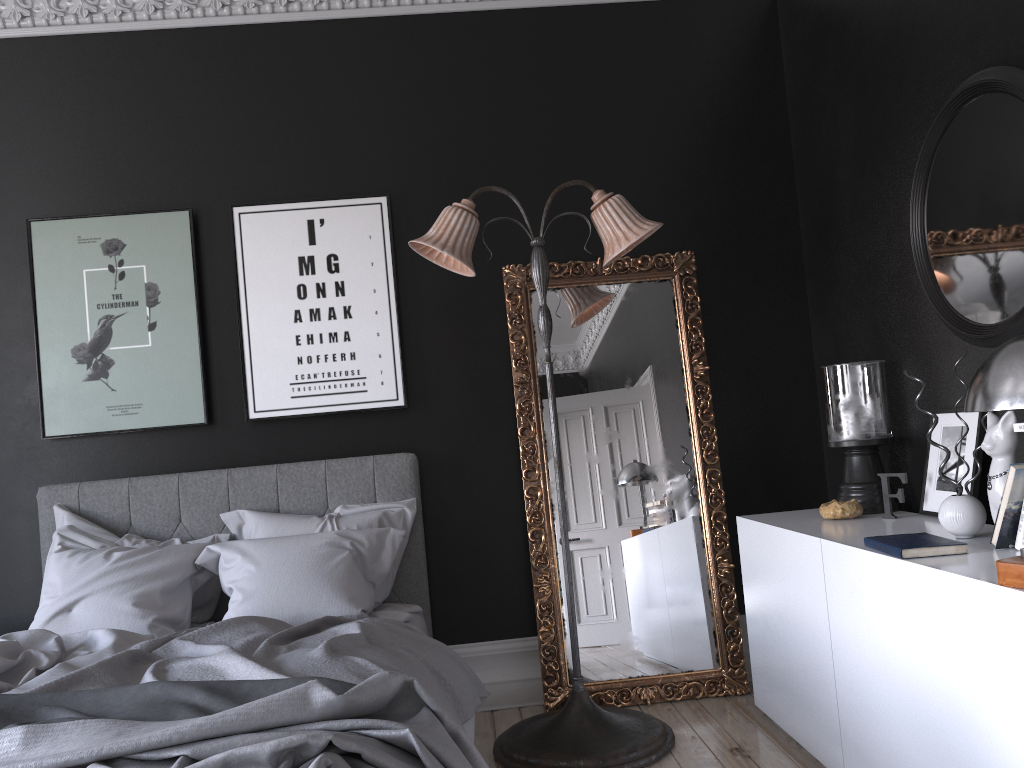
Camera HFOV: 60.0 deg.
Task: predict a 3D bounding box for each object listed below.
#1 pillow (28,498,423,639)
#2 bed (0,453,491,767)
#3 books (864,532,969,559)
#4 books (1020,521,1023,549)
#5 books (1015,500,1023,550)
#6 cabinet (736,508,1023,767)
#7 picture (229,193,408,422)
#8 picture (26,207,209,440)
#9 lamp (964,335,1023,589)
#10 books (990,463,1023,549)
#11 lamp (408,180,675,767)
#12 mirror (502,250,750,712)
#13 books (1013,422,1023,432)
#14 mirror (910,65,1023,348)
[{"bbox_3d":[-1.327,0.844,3.860,1.830,0.759,0.681,-5,-3,-4],"label":"pillow"},{"bbox_3d":[-1.299,0.960,2.741,2.764,1.297,3.288,-4,-3,-15],"label":"bed"},{"bbox_3d":[1.198,0.480,2.646,0.193,0.030,0.290,-5,-3,2],"label":"books"},{"bbox_3d":[1.503,0.304,2.399,0.220,0.296,0.127,-5,-2,-4],"label":"books"},{"bbox_3d":[1.504,0.333,2.446,0.195,0.244,0.132,-5,-3,-4],"label":"books"},{"bbox_3d":[1.402,0.928,2.783,0.570,0.881,2.399,-5,-3,-4],"label":"cabinet"},{"bbox_3d":[-0.957,-0.383,4.385,0.791,1.077,0.014,-5,-2,-4],"label":"picture"},{"bbox_3d":[-1.921,-0.300,4.321,0.791,1.077,0.014,-5,-2,-4],"label":"picture"},{"bbox_3d":[1.219,0.158,1.995,0.328,0.590,0.341,-4,-3,-24],"label":"lamp"},{"bbox_3d":[1.471,0.337,2.486,0.203,0.246,0.159,-5,-3,-4],"label":"books"},{"bbox_3d":[0.196,0.325,3.809,0.987,2.409,0.772,-7,-3,29],"label":"lamp"},{"bbox_3d":[0.544,0.443,4.359,0.991,2.190,0.254,-5,-2,-4],"label":"mirror"},{"bbox_3d":[1.494,0.098,2.268,0.220,0.024,0.308,-4,-4,-14],"label":"books"},{"bbox_3d":[1.596,-0.583,3.001,0.061,0.923,0.925,-5,-3,-4],"label":"mirror"}]
